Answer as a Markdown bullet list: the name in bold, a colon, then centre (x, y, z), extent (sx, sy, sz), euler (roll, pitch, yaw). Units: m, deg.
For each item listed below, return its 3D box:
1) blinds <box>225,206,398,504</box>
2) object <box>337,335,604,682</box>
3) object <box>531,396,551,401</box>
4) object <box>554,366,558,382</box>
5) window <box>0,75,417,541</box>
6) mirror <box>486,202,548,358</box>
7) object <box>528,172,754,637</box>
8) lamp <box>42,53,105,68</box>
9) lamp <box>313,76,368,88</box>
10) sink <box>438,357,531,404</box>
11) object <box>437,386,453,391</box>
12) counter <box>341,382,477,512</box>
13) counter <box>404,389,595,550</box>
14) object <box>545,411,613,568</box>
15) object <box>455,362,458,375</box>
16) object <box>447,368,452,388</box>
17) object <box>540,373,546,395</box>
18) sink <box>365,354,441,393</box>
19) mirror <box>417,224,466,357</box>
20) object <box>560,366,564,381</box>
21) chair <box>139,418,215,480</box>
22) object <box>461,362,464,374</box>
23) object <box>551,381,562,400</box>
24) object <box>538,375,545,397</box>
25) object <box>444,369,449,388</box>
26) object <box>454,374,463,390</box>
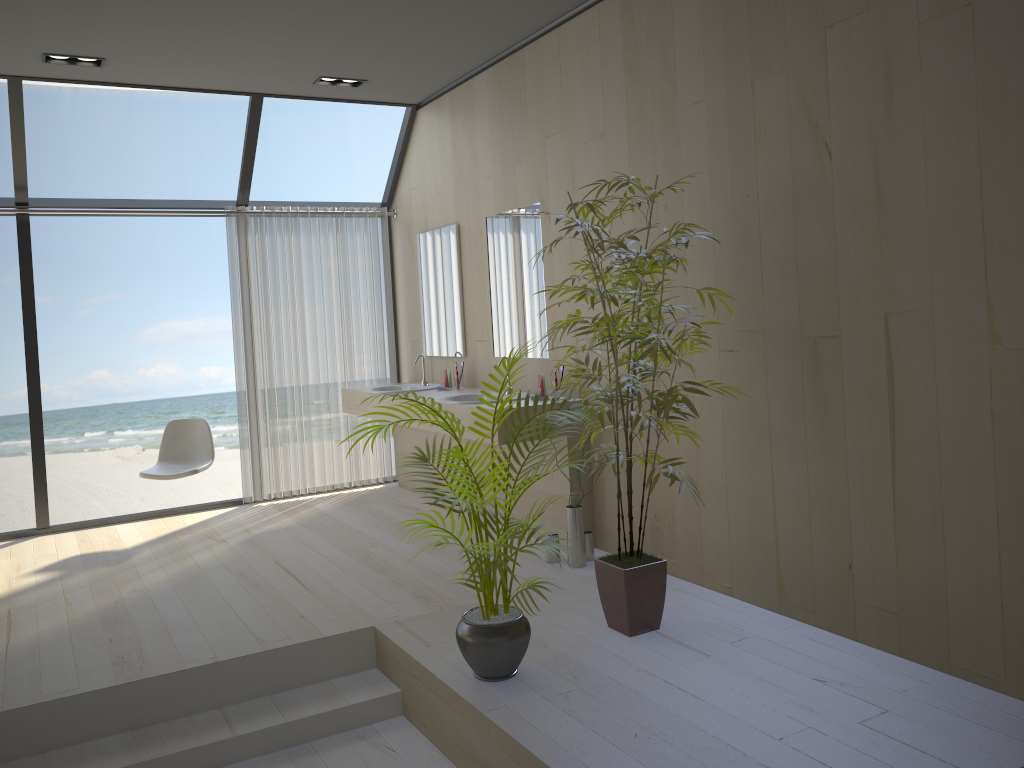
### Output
- **blinds**: centre (-1.421, -0.253, 6.442), extent (1.185, 2.068, 0.084), euler (-4, 1, -29)
- **object**: centre (-0.135, 0.420, 3.021), extent (0.916, 1.156, 0.752), euler (-3, 2, 5)
- **object**: centre (0.151, 0.074, 4.635), extent (0.104, 0.029, 0.033), euler (-2, 3, 11)
- **object**: centre (0.231, -0.004, 4.630), extent (0.012, 0.178, 0.050), euler (-3, 1, 10)
- **window**: centre (-2.760, -0.446, 5.484), extent (4.569, 2.810, 0.745), euler (-5, 2, -29)
- **mirror**: centre (0.033, -0.586, 5.184), extent (0.023, 0.867, 0.653), euler (-4, 2, -29)
- **object**: centre (0.482, 0.068, 3.415), extent (0.787, 1.754, 0.936), euler (-3, 2, -4)
- **lamp**: centre (-2.390, -1.813, 4.819), extent (0.301, 0.112, 0.164), euler (-5, 4, -29)
- **lamp**: centre (-1.079, -1.942, 5.545), extent (0.301, 0.112, 0.164), euler (-5, 4, -29)
- **sink**: centre (-0.153, 0.064, 4.935), extent (0.505, 0.419, 0.574), euler (-5, 3, -25)
- **object**: centre (-0.433, 0.027, 5.691), extent (0.104, 0.029, 0.033), euler (-2, 3, 11)
- **counter**: centre (-0.688, 0.425, 6.050), extent (0.551, 0.789, 1.205), euler (-4, 3, -29)
- **counter**: centre (-0.105, 0.472, 4.994), extent (0.551, 0.789, 1.205), euler (-4, 3, -29)
- **object**: centre (0.354, 0.508, 4.405), extent (0.408, 0.748, 0.273), euler (-5, 2, -41)
- **object**: centre (-0.352, -0.052, 5.686), extent (0.012, 0.178, 0.050), euler (-3, 1, 10)
- **object**: centre (-0.417, -0.038, 5.883), extent (0.039, 0.134, 0.039), euler (-3, 1, 20)
- **object**: centre (0.167, 0.009, 4.828), extent (0.039, 0.134, 0.039), euler (-3, 1, 13)
- **sink**: centre (-0.737, 0.017, 5.990), extent (0.505, 0.419, 0.574), euler (-5, 3, -25)
- **mirror**: centre (-0.492, -0.625, 6.077), extent (0.023, 0.867, 0.653), euler (-4, 2, -29)
- **object**: centre (0.253, -0.006, 4.660), extent (0.054, 0.175, 0.012), euler (-3, 1, -4)
- **chair**: centre (-2.125, 0.416, 5.643), extent (0.369, 0.347, 0.455), euler (-3, 3, 0)
- **object**: centre (-0.331, -0.054, 5.716), extent (0.054, 0.175, 0.012), euler (-3, 1, -4)
- **object**: centre (0.239, 0.035, 4.660), extent (0.058, 0.100, 0.058), euler (-4, 2, -18)
- **object**: centre (0.154, 0.019, 4.715), extent (0.039, 0.134, 0.039), euler (-3, 1, 13)
- **object**: centre (-0.430, -0.029, 5.770), extent (0.039, 0.134, 0.039), euler (-3, 1, 20)
- **object**: centre (-0.345, -0.012, 5.716), extent (0.058, 0.100, 0.058), euler (-4, 2, -22)
